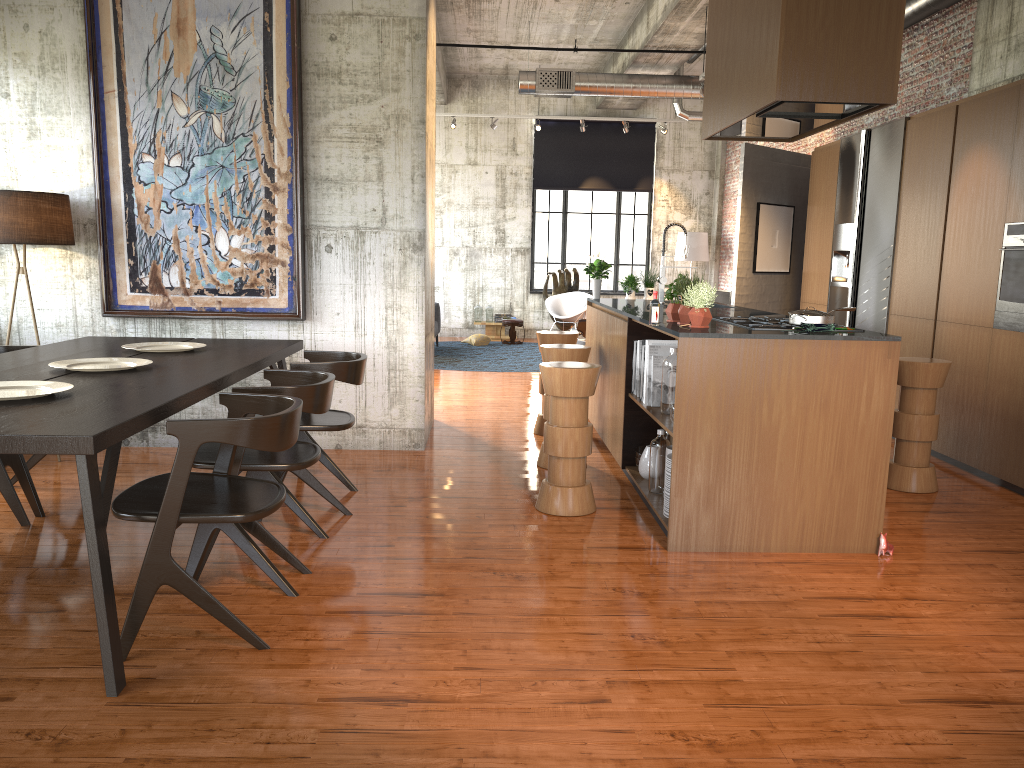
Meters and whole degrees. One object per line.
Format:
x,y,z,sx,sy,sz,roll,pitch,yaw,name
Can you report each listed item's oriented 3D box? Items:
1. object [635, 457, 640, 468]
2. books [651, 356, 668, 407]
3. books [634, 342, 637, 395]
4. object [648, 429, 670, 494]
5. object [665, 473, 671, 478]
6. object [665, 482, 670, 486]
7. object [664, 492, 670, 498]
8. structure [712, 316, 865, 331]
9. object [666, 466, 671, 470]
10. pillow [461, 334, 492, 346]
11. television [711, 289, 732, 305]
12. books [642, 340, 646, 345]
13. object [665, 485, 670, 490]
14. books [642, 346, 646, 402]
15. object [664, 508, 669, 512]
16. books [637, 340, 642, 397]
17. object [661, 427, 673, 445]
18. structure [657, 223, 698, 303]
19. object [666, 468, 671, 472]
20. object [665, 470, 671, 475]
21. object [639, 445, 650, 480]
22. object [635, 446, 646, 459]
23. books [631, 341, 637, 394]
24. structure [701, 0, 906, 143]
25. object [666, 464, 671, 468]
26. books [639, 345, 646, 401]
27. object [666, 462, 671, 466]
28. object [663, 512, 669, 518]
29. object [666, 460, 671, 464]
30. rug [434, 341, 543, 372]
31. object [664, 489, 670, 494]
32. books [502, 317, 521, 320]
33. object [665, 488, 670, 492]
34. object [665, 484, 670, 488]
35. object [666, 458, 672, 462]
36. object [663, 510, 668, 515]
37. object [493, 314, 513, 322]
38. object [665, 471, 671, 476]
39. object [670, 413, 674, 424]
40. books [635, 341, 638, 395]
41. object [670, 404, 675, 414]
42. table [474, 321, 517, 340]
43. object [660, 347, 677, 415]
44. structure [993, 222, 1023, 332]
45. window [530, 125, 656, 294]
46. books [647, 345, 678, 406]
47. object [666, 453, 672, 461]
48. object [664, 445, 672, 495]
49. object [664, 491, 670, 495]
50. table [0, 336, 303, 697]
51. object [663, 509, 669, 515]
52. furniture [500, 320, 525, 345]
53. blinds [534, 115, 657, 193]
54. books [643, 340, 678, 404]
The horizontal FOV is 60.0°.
1.029,0.598,6.645,0.216,0.106,0.215,2,8,8,object
1.078,-0.018,6.068,0.246,0.349,0.084,1,10,-2,books
1.057,-0.116,6.599,0.284,0.394,0.036,1,10,-2,books
1.000,0.521,6.004,0.137,0.434,0.137,3,10,9,object
1.089,0.566,5.382,0.314,0.032,0.313,-5,10,-39,object
1.088,0.618,5.391,0.314,0.031,0.313,0,8,-10,object
1.087,0.687,5.402,0.314,0.032,0.313,-5,10,-39,object
1.743,-0.402,5.787,0.678,0.019,1.091,1,8,-2,structure
1.090,0.521,5.374,0.314,0.029,0.313,-5,10,-38,object
-0.650,-0.839,16.977,0.503,0.248,0.479,-5,10,-35,pillow
4.002,-1.403,16.941,0.285,0.797,1.084,-1,9,-15,television
1.066,-0.098,6.345,0.284,0.431,0.049,1,10,-2,books
1.088,0.642,5.395,0.314,0.029,0.313,-5,10,-38,object
1.068,-0.068,6.266,0.284,0.394,0.036,1,10,-2,books
1.085,0.777,5.418,0.313,0.032,0.313,7,10,35,object
1.065,-0.110,6.474,0.293,0.417,0.101,1,10,-2,books
1.136,0.465,6.457,0.137,0.424,0.137,3,10,9,object
1.548,-1.129,8.275,0.360,0.753,0.167,1,10,-2,structure
1.090,0.532,5.376,0.313,0.032,0.313,7,10,35,object
1.090,0.543,5.377,0.313,0.033,0.313,7,10,33,object
1.004,0.565,6.371,0.180,0.245,0.180,-8,13,-44,object
1.030,0.545,6.635,0.216,0.128,0.216,0,9,-7,object
1.046,-0.123,6.636,0.284,0.398,0.036,1,10,-2,books
1.726,-2.185,5.467,0.663,1.131,1.620,1,9,-2,structure
1.091,0.508,5.372,0.314,0.034,0.313,-5,10,-37,object
1.057,-0.076,6.303,0.284,0.398,0.036,1,10,-2,books
1.091,0.497,5.370,0.314,0.031,0.313,-4,10,-32,object
1.084,0.811,5.424,0.314,0.032,0.313,-5,10,-39,object
1.091,0.485,5.368,0.314,0.030,0.313,-5,10,-38,object
-0.272,-0.515,15.412,4.832,0.009,4.835,9,11,44,rug
1.087,0.664,5.398,0.313,0.033,0.313,7,10,33,object
-0.018,-1.281,17.339,0.300,0.043,0.228,-3,9,-28,books
1.088,0.653,5.397,0.313,0.032,0.313,7,10,35,object
1.088,0.629,5.393,0.314,0.034,0.313,-5,10,-37,object
1.091,0.471,5.365,0.314,0.033,0.313,-5,10,-39,object
1.085,0.799,5.422,0.313,0.034,0.313,-5,10,-37,object
-0.182,-1.345,18.197,0.423,0.154,0.380,1,8,-2,object
1.090,0.554,5.380,0.313,0.034,0.313,-5,10,-37,object
1.036,0.216,5.384,0.154,0.076,0.154,-1,9,-14,object
1.062,-0.115,6.563,0.284,0.403,0.036,1,10,-2,books
1.036,0.178,5.377,0.155,0.092,0.155,0,9,-7,object
-0.348,-1.097,18.258,0.875,0.361,0.473,1,9,-2,table
1.045,-0.021,5.785,0.137,0.434,0.137,3,10,9,object
3.723,-0.766,6.370,0.079,0.799,0.855,1,9,-2,structure
1.655,-3.577,18.370,2.579,3.454,0.050,1,10,-2,window
1.078,-0.057,6.102,0.293,0.417,0.101,1,10,-2,books
1.091,0.458,5.363,0.314,0.033,0.313,-4,10,-33,object
1.116,0.591,5.864,0.208,0.343,0.208,-7,13,-43,object
1.087,0.675,5.401,0.313,0.034,0.313,-5,10,-37,object
-2.341,0.409,4.979,1.638,1.011,3.684,1,8,-2,table
1.084,0.788,5.420,0.313,0.033,0.313,7,10,33,object
0.011,-1.027,17.356,0.431,0.479,0.431,9,12,42,furniture
1.680,-4.666,18.005,2.443,1.472,0.150,1,10,-2,blinds
1.068,-0.082,6.178,0.284,0.446,0.058,1,10,-2,books
